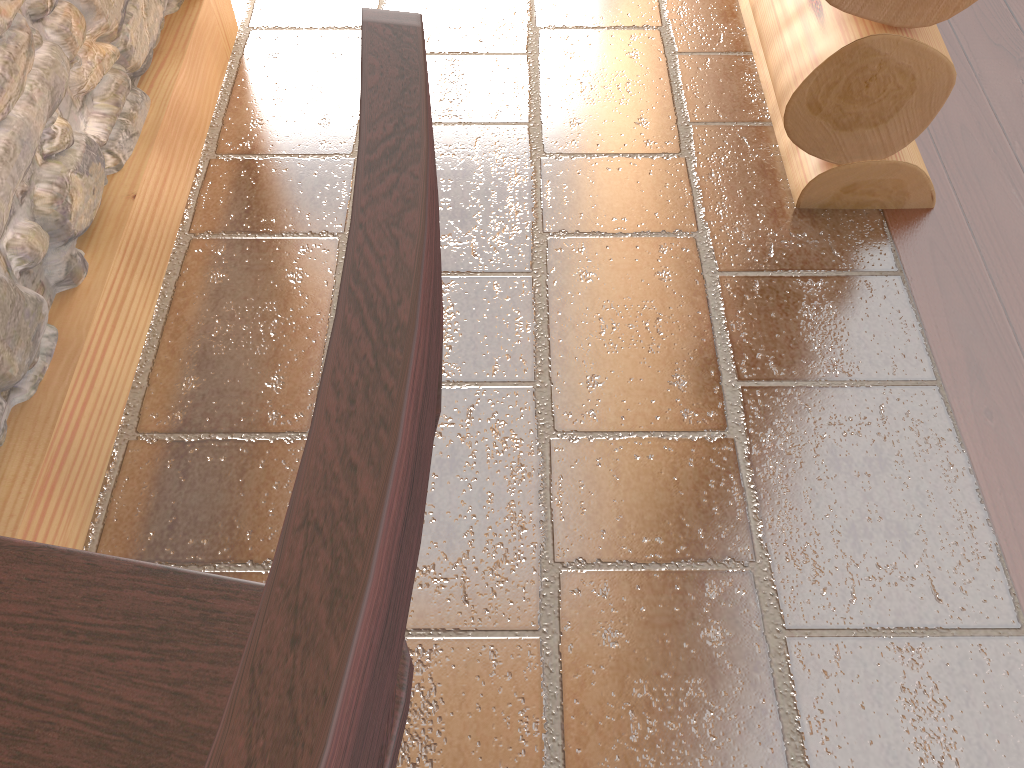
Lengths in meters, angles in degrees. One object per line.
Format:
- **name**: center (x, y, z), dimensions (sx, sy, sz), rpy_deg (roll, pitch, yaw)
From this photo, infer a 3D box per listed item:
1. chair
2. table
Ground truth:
- **chair**: center (-0.277, 0.405, 0.704), dimensions (0.504, 1.319, 0.406), rpy_deg (8, 55, 6)
- **table**: center (-1.225, -0.343, 1.274), dimensions (1.196, 1.257, 3.220), rpy_deg (0, 55, 0)
